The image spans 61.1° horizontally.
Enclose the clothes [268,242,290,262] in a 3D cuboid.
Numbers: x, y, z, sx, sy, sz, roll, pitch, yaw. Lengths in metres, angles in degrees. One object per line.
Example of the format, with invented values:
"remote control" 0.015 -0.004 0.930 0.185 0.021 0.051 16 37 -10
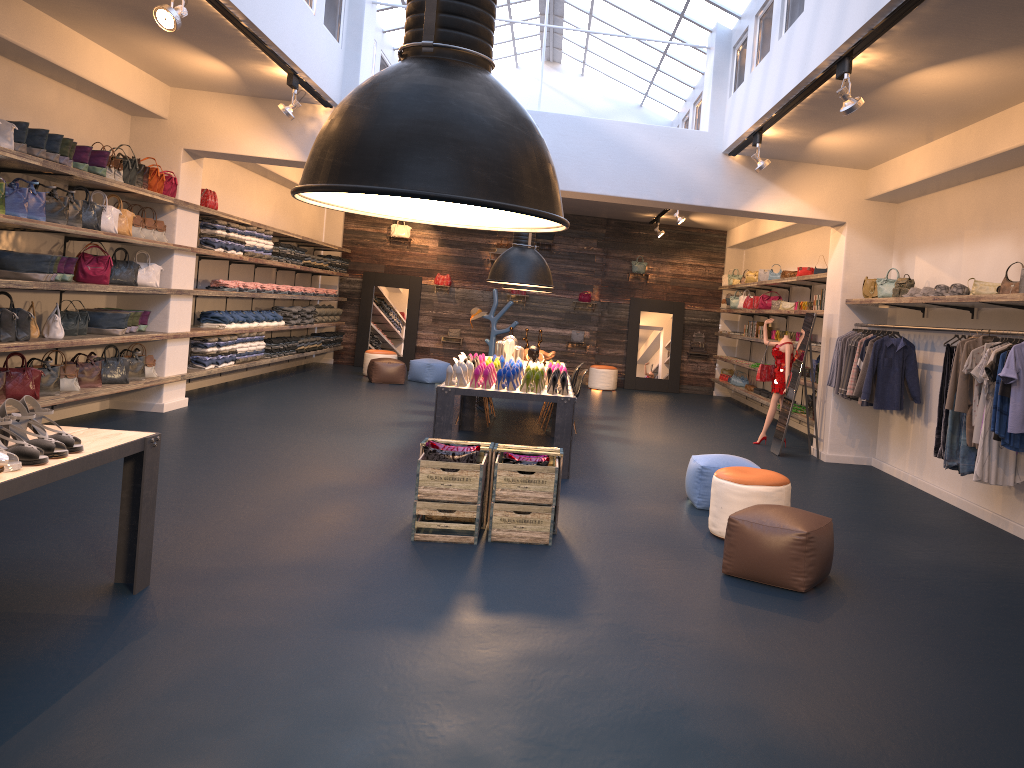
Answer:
"clothes" -3.548 -1.977 12.995 0.372 0.298 0.326 5 3 0

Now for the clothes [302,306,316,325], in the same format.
"clothes" -3.571 -1.187 14.904 0.405 0.317 0.345 4 3 -16

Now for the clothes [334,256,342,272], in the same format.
"clothes" -3.413 -2.270 16.373 0.380 0.298 0.310 4 3 -14

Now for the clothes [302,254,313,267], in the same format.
"clothes" -3.562 -2.088 14.457 0.410 0.251 0.353 6 4 7

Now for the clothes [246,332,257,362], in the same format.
"clothes" -3.722 -0.528 12.042 0.263 0.455 0.342 6 2 12

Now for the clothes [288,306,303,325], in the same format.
"clothes" -3.605 -1.119 14.118 0.405 0.317 0.345 4 3 -16

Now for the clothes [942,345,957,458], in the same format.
"clothes" 3.917 0.183 7.608 0.233 1.047 0.145 5 1 -5

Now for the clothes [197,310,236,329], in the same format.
"clothes" -3.828 -0.834 11.203 0.430 0.240 0.424 5 4 -3

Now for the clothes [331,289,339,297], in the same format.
"clothes" -3.529 -1.764 16.829 0.327 0.154 0.345 5 4 -7

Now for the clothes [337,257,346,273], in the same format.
"clothes" -3.400 -2.298 16.698 0.357 0.298 0.303 5 3 -3

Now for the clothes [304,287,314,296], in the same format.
"clothes" -3.631 -1.603 15.019 0.337 0.159 0.332 7 4 19

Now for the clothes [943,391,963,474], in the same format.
"clothes" 3.858 0.209 7.475 0.245 1.135 0.147 5 1 -23

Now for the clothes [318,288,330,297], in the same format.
"clothes" -3.560 -1.702 16.112 0.327 0.154 0.345 5 4 -7

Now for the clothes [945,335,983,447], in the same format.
"clothes" 3.913 0.060 7.288 0.535 0.946 0.179 5 1 -10

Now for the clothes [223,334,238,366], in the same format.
"clothes" -3.762 -0.451 11.343 0.252 0.410 0.322 5 2 5

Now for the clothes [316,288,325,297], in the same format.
"clothes" -3.598 -1.669 15.776 0.337 0.159 0.332 7 4 19

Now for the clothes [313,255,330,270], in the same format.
"clothes" -3.509 -2.192 15.660 0.424 0.251 0.342 5 4 -5

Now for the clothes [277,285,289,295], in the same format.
"clothes" -3.694 -1.478 13.567 0.337 0.159 0.332 7 4 19

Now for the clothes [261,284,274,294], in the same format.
"clothes" -3.724 -1.416 12.850 0.337 0.159 0.332 7 4 19

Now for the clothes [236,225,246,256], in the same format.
"clothes" -3.645 -1.888 11.331 0.252 0.410 0.322 5 2 5

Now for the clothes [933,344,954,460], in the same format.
"clothes" 3.909 0.165 7.761 0.233 1.047 0.145 5 1 -5

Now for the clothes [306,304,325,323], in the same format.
"clothes" -3.567 -1.267 15.580 0.335 0.341 0.397 5 3 5

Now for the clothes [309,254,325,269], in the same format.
"clothes" -3.527 -2.158 15.266 0.410 0.251 0.353 6 4 7

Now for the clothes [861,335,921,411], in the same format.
"clothes" 4.007 -0.115 9.134 0.687 0.796 0.172 5 1 -7

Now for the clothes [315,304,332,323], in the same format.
"clothes" -3.548 -1.305 16.019 0.335 0.341 0.397 5 3 5

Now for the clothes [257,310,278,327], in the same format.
"clothes" -3.756 -0.980 12.893 0.411 0.240 0.444 6 4 14

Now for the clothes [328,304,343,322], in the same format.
"clothes" -3.511 -1.381 16.897 0.335 0.341 0.397 5 3 5

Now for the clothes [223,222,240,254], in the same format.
"clothes" -3.632 -1.857 11.005 0.252 0.410 0.322 5 2 5

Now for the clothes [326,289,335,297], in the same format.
"clothes" -3.567 -1.731 16.494 0.337 0.159 0.332 7 4 19

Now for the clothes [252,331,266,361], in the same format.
"clothes" -3.707 -0.559 12.401 0.263 0.455 0.342 6 2 12

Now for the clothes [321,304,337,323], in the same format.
"clothes" -3.529 -1.343 16.458 0.335 0.341 0.397 5 3 5

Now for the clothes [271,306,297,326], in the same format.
"clothes" -3.612 -1.078 13.743 0.388 0.302 0.339 4 3 -14

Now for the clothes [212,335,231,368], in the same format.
"clothes" -3.749 -0.420 11.018 0.252 0.410 0.322 5 2 5

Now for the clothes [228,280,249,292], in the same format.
"clothes" -3.749 -1.323 11.731 0.327 0.154 0.345 5 4 -7

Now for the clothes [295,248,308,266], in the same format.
"clothes" -3.517 -2.062 13.970 0.350 0.298 0.309 5 3 4

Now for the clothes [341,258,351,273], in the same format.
"clothes" -3.386 -2.327 17.024 0.350 0.298 0.309 5 3 4

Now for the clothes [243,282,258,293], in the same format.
"clothes" -3.756 -1.352 12.113 0.337 0.159 0.332 7 4 19

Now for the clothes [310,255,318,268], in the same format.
"clothes" -3.543 -2.122 14.851 0.424 0.251 0.342 5 4 -5

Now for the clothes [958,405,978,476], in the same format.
"clothes" 3.934 0.221 7.416 0.205 1.135 0.236 5 1 5

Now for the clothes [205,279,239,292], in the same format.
"clothes" -3.787 -1.290 11.396 0.337 0.159 0.332 7 4 19

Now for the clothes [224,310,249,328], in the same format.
"clothes" -3.810 -0.872 11.644 0.411 0.240 0.444 6 4 14

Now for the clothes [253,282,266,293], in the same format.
"clothes" -3.718 -1.385 12.448 0.327 0.154 0.345 5 4 -7

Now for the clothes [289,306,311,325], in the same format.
"clothes" -3.578 -1.146 14.528 0.388 0.302 0.339 4 3 -14

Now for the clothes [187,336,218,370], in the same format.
"clothes" -3.791 -0.393 10.668 0.252 0.410 0.322 5 2 5

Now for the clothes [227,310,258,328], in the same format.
"clothes" -3.792 -0.907 12.043 0.430 0.240 0.424 5 4 -3

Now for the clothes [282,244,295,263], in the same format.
"clothes" -3.545 -2.006 13.319 0.380 0.298 0.309 4 3 -14

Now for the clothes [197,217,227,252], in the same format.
"clothes" -3.674 -1.830 10.656 0.252 0.410 0.322 5 2 5

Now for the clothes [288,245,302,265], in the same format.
"clothes" -3.531 -2.034 13.644 0.357 0.298 0.303 5 3 -3

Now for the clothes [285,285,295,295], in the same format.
"clothes" -3.655 -1.511 13.902 0.327 0.154 0.345 5 4 -7

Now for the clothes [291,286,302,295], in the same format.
"clothes" -3.662 -1.541 14.302 0.337 0.159 0.332 7 4 19

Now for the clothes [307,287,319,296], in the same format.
"clothes" -3.593 -1.637 15.354 0.327 0.154 0.345 5 4 -7

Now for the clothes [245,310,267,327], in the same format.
"clothes" -3.774 -0.942 12.452 0.430 0.240 0.424 5 4 -3

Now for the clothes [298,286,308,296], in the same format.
"clothes" -3.624 -1.574 14.637 0.327 0.154 0.345 5 4 -7

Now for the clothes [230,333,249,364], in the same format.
"clothes" -3.736 -0.499 11.716 0.263 0.455 0.342 6 2 12

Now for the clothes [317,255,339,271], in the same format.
"clothes" -3.416 -2.241 16.049 0.372 0.298 0.326 5 3 0

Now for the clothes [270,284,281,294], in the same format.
"clothes" -3.686 -1.449 13.185 0.327 0.154 0.345 5 4 -7
